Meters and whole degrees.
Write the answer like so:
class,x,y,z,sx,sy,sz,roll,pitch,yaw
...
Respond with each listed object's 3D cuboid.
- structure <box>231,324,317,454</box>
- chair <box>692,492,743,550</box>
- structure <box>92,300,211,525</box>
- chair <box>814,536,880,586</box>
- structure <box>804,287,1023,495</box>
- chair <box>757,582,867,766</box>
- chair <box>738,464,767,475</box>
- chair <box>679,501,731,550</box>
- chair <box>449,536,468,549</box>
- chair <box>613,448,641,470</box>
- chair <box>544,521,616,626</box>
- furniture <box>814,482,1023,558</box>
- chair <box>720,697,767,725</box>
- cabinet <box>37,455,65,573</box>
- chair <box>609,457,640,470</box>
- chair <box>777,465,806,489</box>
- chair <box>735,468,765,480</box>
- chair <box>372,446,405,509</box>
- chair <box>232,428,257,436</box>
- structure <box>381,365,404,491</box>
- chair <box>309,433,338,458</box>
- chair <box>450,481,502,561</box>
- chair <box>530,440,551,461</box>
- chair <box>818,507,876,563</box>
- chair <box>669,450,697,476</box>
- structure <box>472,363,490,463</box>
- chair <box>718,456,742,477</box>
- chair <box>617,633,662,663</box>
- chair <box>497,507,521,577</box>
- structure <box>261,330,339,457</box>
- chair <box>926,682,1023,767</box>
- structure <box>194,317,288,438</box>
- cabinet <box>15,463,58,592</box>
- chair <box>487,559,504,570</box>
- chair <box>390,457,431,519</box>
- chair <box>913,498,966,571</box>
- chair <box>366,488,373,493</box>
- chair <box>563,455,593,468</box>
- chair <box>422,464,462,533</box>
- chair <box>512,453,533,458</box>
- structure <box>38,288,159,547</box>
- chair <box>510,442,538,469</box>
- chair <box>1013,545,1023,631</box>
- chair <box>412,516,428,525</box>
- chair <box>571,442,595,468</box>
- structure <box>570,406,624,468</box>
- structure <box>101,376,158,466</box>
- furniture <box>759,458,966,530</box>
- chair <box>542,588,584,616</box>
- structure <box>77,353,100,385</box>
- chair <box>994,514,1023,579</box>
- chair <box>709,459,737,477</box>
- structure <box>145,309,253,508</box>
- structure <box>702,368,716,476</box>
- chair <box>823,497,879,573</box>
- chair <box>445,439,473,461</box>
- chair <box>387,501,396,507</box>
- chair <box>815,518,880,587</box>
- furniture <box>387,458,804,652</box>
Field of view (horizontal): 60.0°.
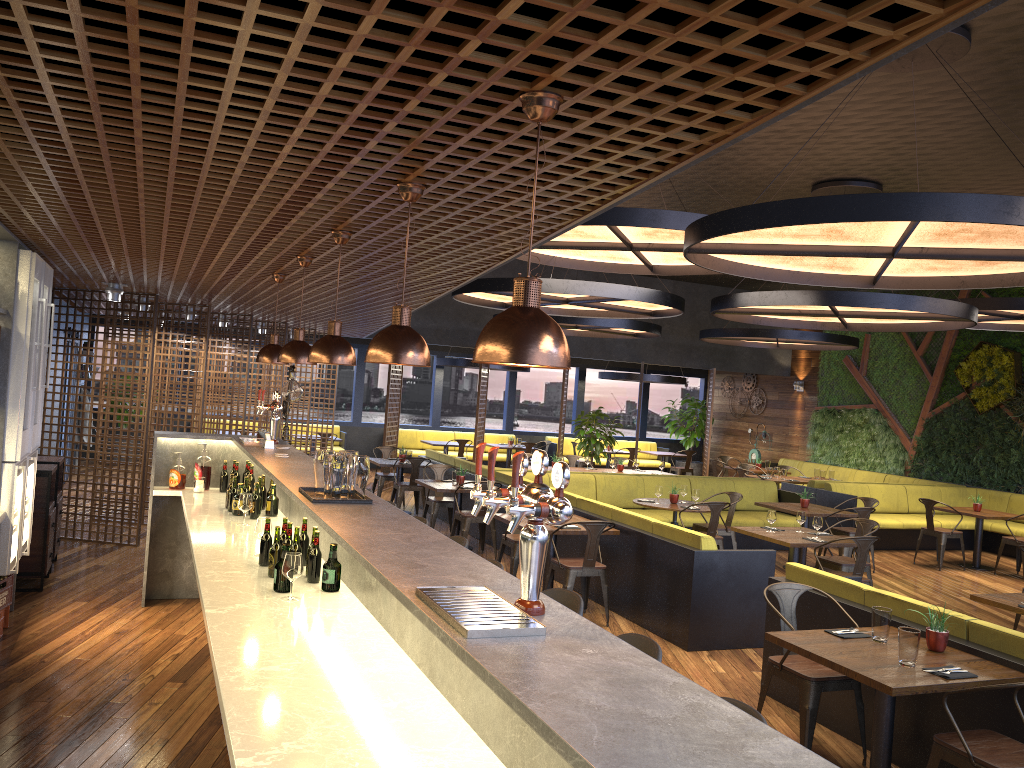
class,x,y,z,sx,sy,sz,roll,pitch,yaw
structure,-3.904,0.415,14.353,1.319,2.700,0.050,4,0,8
chair,2.457,1.754,10.665,0.541,0.917,0.504,4,0,-22
structure,-4.388,0.360,10.775,1.319,2.700,0.050,4,0,8
chair,2.978,1.778,7.980,0.504,0.917,0.541,4,0,-22
structure,8.151,0.355,14.846,0.918,4.593,9.182,4,0,-23
chair,1.726,1.670,5.158,0.504,0.917,0.541,4,0,-22
chair,4.330,1.921,15.992,0.504,0.917,0.541,4,0,-22
chair,2.111,1.725,9.853,0.504,0.917,0.541,4,0,-22
chair,-0.517,1.441,5.298,0.438,1.048,0.483,4,0,6
chair,2.452,1.800,19.049,0.504,0.917,0.541,4,0,-22
chair,0.589,1.601,7.699,0.504,0.917,0.541,4,0,-22
furniture,7.011,2.100,12.032,3.372,0.914,4.503,4,0,-22
chair,0.495,1.501,2.673,0.483,1.048,0.438,4,0,39
cabinet,-4.426,1.192,8.219,0.473,1.007,0.553,4,0,-22
chair,1.917,1.740,15.261,0.504,0.917,0.541,4,0,-22
chair,5.132,1.982,16.321,0.504,0.917,0.541,4,0,-22
chair,4.052,1.896,15.059,0.541,0.917,0.504,4,0,-22
chair,-1.925,1.450,13.835,0.504,0.917,0.541,4,0,-22
chair,-4.882,1.245,16.039,0.504,0.917,0.541,4,0,-22
structure,-2.157,0.553,16.034,0.050,2.700,0.852,4,0,8
chair,-3.562,1.345,16.581,0.504,0.917,0.541,4,0,-22
chair,-0.417,1.541,10.202,0.504,0.917,0.541,4,0,-22
chair,0.535,1.659,19.005,0.541,0.917,0.504,4,0,-22
chair,3.923,1.861,10.383,0.504,0.917,0.541,4,0,-22
chair,3.771,1.900,19.591,0.504,0.917,0.541,4,0,-22
structure,-0.588,0.672,16.678,0.050,2.700,0.852,4,0,8
chair,4.421,1.939,17.944,0.504,0.917,0.541,4,0,-22
chair,0.307,1.491,3.334,0.438,1.048,0.483,4,0,6
chair,0.119,1.573,8.851,0.504,0.917,0.541,4,0,-22
structure,-3.743,0.434,15.546,1.319,2.700,0.050,4,0,8
chair,2.203,1.699,3.988,0.504,0.917,0.541,4,0,-22
structure,-4.066,0.397,13.160,1.319,2.700,0.050,4,0,8
cabinet,-4.163,1.208,7.576,0.473,1.007,0.553,4,0,-22
chair,-0.309,1.453,4.645,0.483,1.048,0.438,4,0,39
chair,-1.461,1.478,12.699,0.504,0.917,0.541,4,0,-22
chair,5.741,2.003,11.911,0.541,0.917,0.504,4,0,-22
chair,-1.416,1.386,7.326,0.483,1.048,0.438,4,0,39
chair,1.086,1.677,14.920,0.504,0.917,0.541,4,0,-22
chair,-0.888,1.512,11.355,0.504,0.917,0.541,4,0,-22
chair,0.249,1.614,14.577,0.504,0.917,0.541,4,0,-22
structure,-4.549,0.342,9.582,1.319,2.700,0.050,4,0,8
chair,0.233,1.632,18.139,0.504,0.917,0.541,4,0,-22
chair,4.832,1.914,7.942,0.541,0.917,0.504,4,0,-22
chair,-0.831,1.422,5.963,0.483,1.048,0.438,4,0,28
chair,1.542,1.736,19.483,0.541,0.917,0.504,4,0,-22
structure,1.521,1.299,16.852,0.993,1.763,1.166,4,0,38
structure,-7.446,0.641,17.066,0.993,1.763,1.166,4,0,38
furniture,5.260,1.994,16.323,3.378,0.916,4.755,4,0,-22
chair,0.070,1.478,4.023,0.438,1.048,0.483,4,0,-3
structure,-7.477,-0.260,15.679,0.293,0.563,1.220,4,0,-22
chair,6.681,2.070,11.515,0.504,0.917,0.541,4,0,-22
chair,4.032,1.905,16.977,0.541,0.917,0.504,4,0,-22
structure,-4.227,0.379,11.968,1.319,2.700,0.050,4,0,8
structure,4.118,1.028,18.609,0.050,2.700,0.852,4,0,8
chair,4.321,1.895,11.246,0.541,0.917,0.504,4,0,-22
chair,-1.086,1.532,17.597,0.504,0.917,0.541,4,0,-22
chair,-1.118,1.404,6.609,0.438,1.048,0.483,4,0,-8
chair,3.349,1.810,8.888,0.541,0.917,0.504,4,0,-22
furniture,1.920,1.723,11.394,4.895,0.914,7.462,4,0,-27
